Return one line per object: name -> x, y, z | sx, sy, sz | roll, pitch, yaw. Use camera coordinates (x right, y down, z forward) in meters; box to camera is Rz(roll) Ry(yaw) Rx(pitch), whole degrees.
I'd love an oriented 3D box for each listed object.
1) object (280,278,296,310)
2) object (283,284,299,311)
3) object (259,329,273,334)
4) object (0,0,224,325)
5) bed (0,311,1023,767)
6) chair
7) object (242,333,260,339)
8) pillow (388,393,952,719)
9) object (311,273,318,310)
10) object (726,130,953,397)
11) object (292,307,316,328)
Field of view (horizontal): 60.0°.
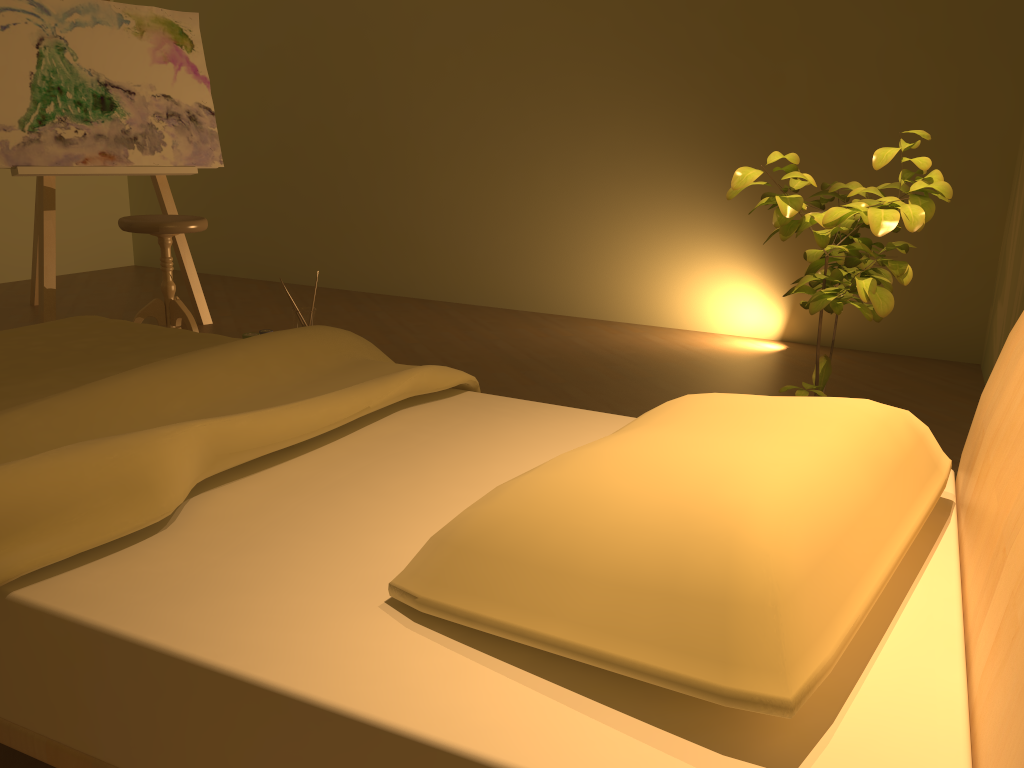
object -> -0.961, -0.325, 3.945 | 0.159, 0.286, 0.010 | 7, 16, 19
object -> -0.935, -0.310, 3.904 | 0.010, 0.278, 0.172 | 13, 19, 35
object -> -1.089, -0.207, 3.932 | 0.060, 0.060, 0.060 | 4, 15, 9
object -> -2.000, -1.126, 3.923 | 1.132, 1.896, 0.972 | 4, 15, 7
bed -> -0.357, 0.058, 1.475 | 2.378, 0.894, 1.286 | 9, 17, 23
chair -> -1.449, -0.422, 3.746 | 0.364, 0.551, 0.348 | 13, 19, 34
object -> -1.114, -0.177, 3.792 | 0.073, 0.073, 0.073 | 10, 17, 27
pillow -> 0.271, 0.143, 1.186 | 0.482, 0.213, 0.801 | 12, 18, 33
object -> -0.894, -0.346, 3.970 | 0.069, 0.319, 0.010 | -10, 19, -37
object -> 0.638, -0.048, 1.886 | 0.372, 0.944, 0.828 | 7, 16, 17
object -> -0.925, -0.258, 3.954 | 0.106, 0.157, 0.106 | 1, 15, -4
